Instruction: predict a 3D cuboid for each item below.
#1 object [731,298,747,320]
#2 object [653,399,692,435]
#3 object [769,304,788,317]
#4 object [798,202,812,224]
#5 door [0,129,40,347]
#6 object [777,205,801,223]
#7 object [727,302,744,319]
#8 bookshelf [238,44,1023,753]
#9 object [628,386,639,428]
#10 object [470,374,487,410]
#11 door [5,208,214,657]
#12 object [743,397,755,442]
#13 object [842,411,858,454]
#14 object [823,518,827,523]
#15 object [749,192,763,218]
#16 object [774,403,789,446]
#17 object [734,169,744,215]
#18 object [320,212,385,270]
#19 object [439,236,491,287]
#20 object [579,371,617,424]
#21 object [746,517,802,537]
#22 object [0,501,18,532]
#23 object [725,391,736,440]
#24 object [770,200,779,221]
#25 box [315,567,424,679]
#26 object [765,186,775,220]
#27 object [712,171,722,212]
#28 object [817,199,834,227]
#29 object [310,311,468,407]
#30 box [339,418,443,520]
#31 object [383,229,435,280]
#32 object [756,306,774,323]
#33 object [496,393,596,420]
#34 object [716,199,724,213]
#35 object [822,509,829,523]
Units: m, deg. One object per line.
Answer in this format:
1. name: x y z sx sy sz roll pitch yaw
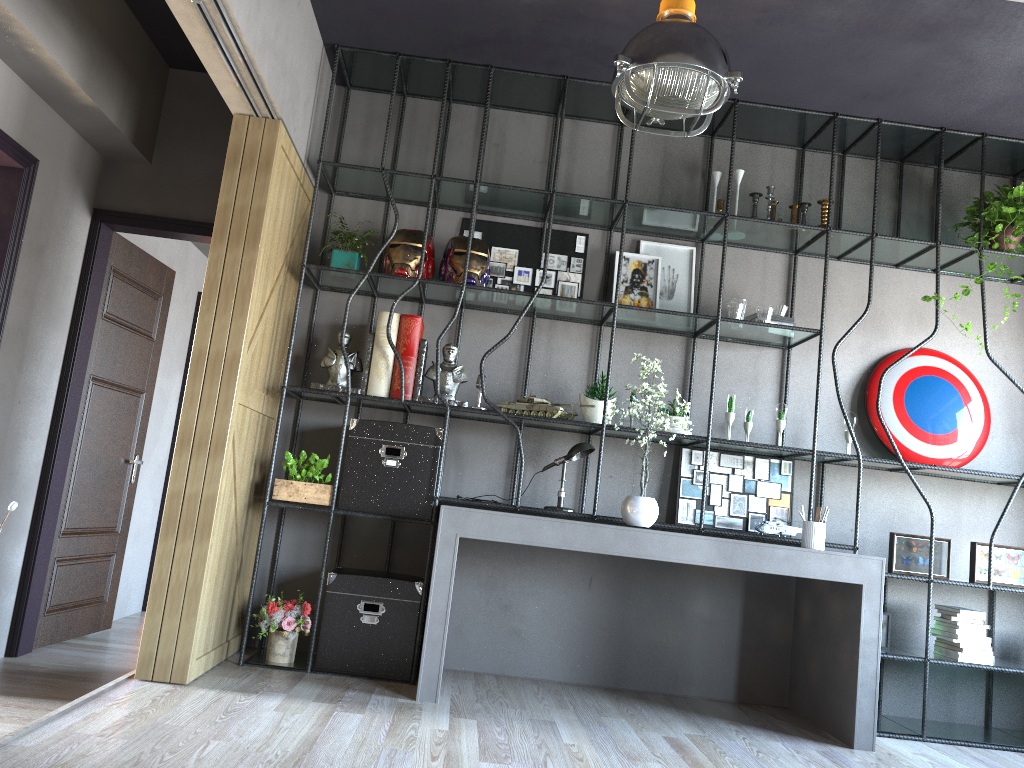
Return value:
1. object: 1.254 -0.390 4.916 0.087 0.155 0.087 5 -9 10
2. object: 0.865 0.176 4.816 0.235 0.213 0.234 -1 -11 42
3. object: 1.518 -0.407 5.052 0.103 0.068 0.103 8 -8 -9
4. object: 1.680 -0.937 5.108 0.084 0.233 0.084 10 -9 -21
5. door: -3.032 -0.016 3.670 1.098 2.549 1.147 7 -9 -2
6. object: 1.586 -0.924 4.987 0.189 0.152 0.189 4 -9 20
7. object: 1.208 -0.383 4.807 0.092 0.100 0.092 1 -10 35
8. bookshelf: 1.056 0.076 4.893 4.482 3.290 0.525 7 -9 -2
9. object: 0.676 0.146 4.981 0.113 0.274 0.113 13 -11 -35
10. object: -0.169 0.043 4.706 0.093 0.200 0.093 8 -9 -7
11. door: -2.072 0.366 5.559 1.150 2.549 1.126 7 -9 -2
12. object: 1.346 0.222 5.056 0.113 0.302 0.113 4 -9 16
13. object: 1.878 0.285 4.941 0.113 0.271 0.113 9 -9 -13
14. object: 1.529 0.736 4.410 0.068 0.160 0.009 5 -9 11
15. object: 1.381 -0.981 5.049 0.084 0.233 0.084 3 -10 25
16. object: 1.452 0.226 4.797 0.113 0.247 0.113 4 -9 16
17. object: 1.308 -1.054 5.164 0.128 0.391 0.128 15 -12 -42
18. object: -0.907 -0.742 4.880 0.295 0.340 0.323 -1 -12 43
19. object: -0.250 -0.661 4.888 0.280 0.328 0.399 9 -9 -12
20. object: 0.469 0.078 4.790 0.193 0.305 0.136 2 -10 31
21. object: 1.456 0.776 4.818 0.379 0.112 0.350 2 -9 30
22. object: -0.471 0.270 0.428 0.349 0.485 0.351 2 -10 28
23. object: 1.168 0.171 4.751 0.113 0.275 0.113 7 -9 2
24. object: 1.512 -0.948 5.149 0.080 0.226 0.080 12 -10 -29
25. box: -0.722 1.226 4.613 0.489 0.482 0.373 7 -9 -2
26. object: 1.444 -0.989 4.980 0.100 0.244 0.100 6 -9 7
27. object: 1.193 -1.058 5.230 0.128 0.391 0.128 13 -10 -33
28. object: 1.767 -0.940 5.014 0.130 0.233 0.130 11 -9 -24
29. object: -0.628 -0.129 4.816 0.833 0.467 0.289 7 -9 -2
30. box: -0.630 0.453 4.734 0.489 0.482 0.373 7 -9 -2
31. object: -0.566 -0.700 4.877 0.280 0.328 0.398 6 -8 3
32. object: 1.370 -0.363 4.813 0.092 0.100 0.092 -2 -12 45
33. object: 0.193 0.119 4.828 0.577 0.171 0.206 2 -10 32
34. object: 1.162 -0.967 4.959 0.135 0.129 0.135 11 -10 -29
35. object: 1.550 0.708 4.431 0.062 0.169 0.009 7 -9 -3
